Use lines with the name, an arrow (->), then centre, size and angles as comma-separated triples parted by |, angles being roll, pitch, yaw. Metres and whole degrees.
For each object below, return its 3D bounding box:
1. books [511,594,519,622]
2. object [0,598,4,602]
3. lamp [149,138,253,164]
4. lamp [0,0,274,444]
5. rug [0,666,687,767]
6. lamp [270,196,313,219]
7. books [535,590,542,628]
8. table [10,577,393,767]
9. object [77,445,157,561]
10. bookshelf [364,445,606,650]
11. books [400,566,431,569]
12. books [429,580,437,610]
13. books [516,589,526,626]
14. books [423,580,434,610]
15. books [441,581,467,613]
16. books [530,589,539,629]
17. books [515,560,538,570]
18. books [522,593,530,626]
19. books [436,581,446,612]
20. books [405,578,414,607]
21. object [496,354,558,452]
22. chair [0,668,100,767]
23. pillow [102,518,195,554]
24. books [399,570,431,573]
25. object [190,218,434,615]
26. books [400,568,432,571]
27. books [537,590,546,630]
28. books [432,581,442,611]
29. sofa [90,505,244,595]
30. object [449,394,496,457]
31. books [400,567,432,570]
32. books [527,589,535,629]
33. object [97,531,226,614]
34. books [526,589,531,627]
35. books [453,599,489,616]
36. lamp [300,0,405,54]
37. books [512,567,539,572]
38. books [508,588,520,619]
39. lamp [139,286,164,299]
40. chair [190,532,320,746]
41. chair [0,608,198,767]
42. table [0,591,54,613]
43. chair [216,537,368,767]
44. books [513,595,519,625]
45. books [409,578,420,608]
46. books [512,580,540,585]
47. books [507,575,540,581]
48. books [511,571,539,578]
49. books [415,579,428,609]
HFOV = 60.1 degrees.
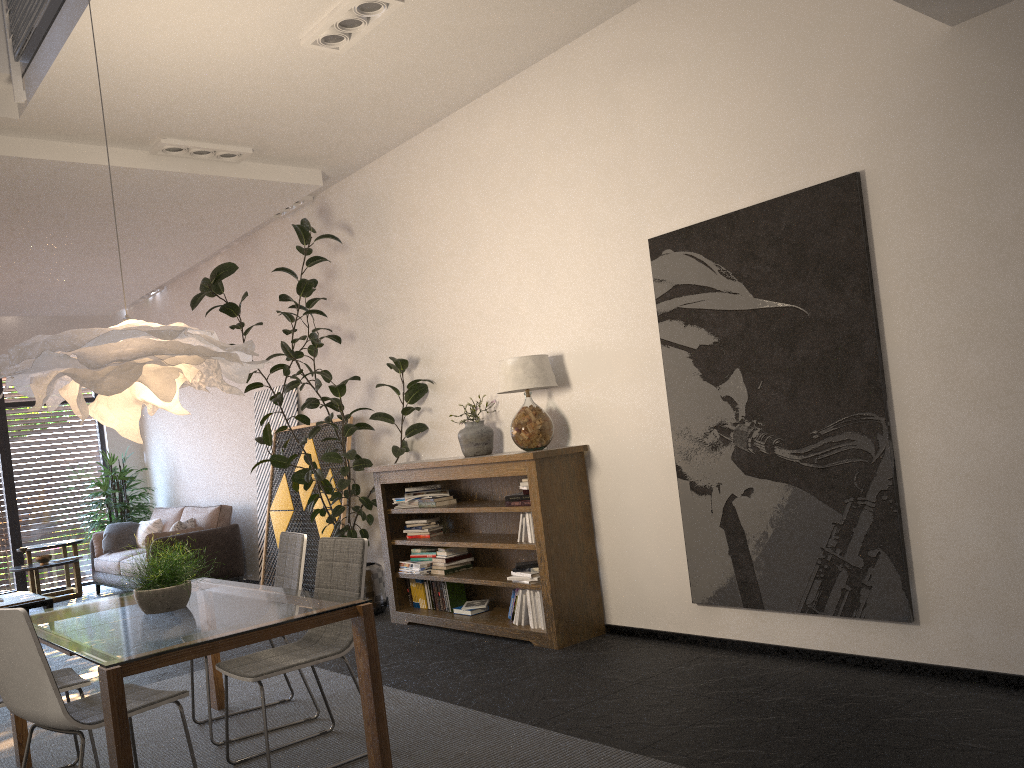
books -> 0.081, 1.429, 5.677 | 0.146, 0.183, 0.147 | -6, -1, -37
object -> -3.214, -0.614, 4.514 | 0.364, 4.472, 8.938 | -7, -2, -29
lamp -> -2.190, -1.654, 6.241 | 0.643, 0.066, 0.254 | -4, -4, -40
lamp -> -1.921, -2.320, 3.868 | 1.114, 5.211, 1.065 | -7, 0, -29
rug -> -1.424, 1.694, 3.881 | 2.364, 0.006, 3.700 | -4, -4, -40
lamp -> -2.035, -1.586, 7.868 | 0.252, 0.066, 0.647 | -5, -4, -40
books -> 0.224, 1.369, 5.473 | 0.174, 0.244, 0.019 | -6, 0, -40
table -> -1.460, 1.341, 3.864 | 0.994, 0.714, 1.807 | -5, -3, -40
object -> -4.916, 1.642, 11.072 | 0.915, 1.722, 0.977 | -7, -1, 15
bookshelf -> -0.250, 1.080, 6.018 | 0.449, 1.171, 1.926 | -7, -2, -40
books -> -0.653, 1.319, 6.462 | 0.218, 0.008, 0.289 | -5, -4, -36
books -> -0.518, 1.514, 6.467 | 0.171, 0.241, 0.055 | -6, -1, -40
books -> 0.108, 1.392, 5.587 | 0.174, 0.235, 0.101 | -6, -1, -40
books -> -0.558, 1.523, 6.508 | 0.167, 0.241, 0.099 | -6, -1, -40
books -> -0.410, 1.493, 6.318 | 0.167, 0.241, 0.104 | -6, -1, -40
books -> 0.199, 1.372, 5.477 | 0.174, 0.244, 0.019 | -6, 0, -40
books -> 0.132, 1.124, 5.526 | 0.221, 0.023, 0.147 | -7, -3, 1
books -> 0.127, 1.406, 5.569 | 0.154, 0.203, 0.073 | -6, -1, -40
books -> -0.446, 1.501, 6.380 | 0.171, 0.241, 0.085 | -6, -1, -40
books -> -0.707, 1.548, 6.694 | 0.171, 0.241, 0.085 | -6, -1, -40
object -> 0.107, 0.127, 5.525 | 0.390, 0.582, 0.389 | -7, -1, 19
chair -> -2.172, 1.322, 3.793 | 0.600, 0.919, 0.477 | -6, -1, -37
pillow -> -4.003, 1.678, 9.751 | 0.616, 0.343, 1.900 | -5, -3, -40
books -> -0.654, 1.349, 6.464 | 0.218, 0.008, 0.306 | -5, -4, -35
object -> -1.483, 0.263, 6.952 | 2.017, 3.199, 0.905 | -7, 0, 28
books -> -0.652, 1.336, 6.468 | 0.218, 0.008, 0.289 | -5, -4, -34
books -> 0.238, 1.365, 5.429 | 0.174, 0.244, 0.019 | -6, 0, -40
books -> -0.483, 1.516, 6.426 | 0.171, 0.224, 0.083 | -6, -1, -40
sofa -> -3.860, 1.850, 9.805 | 0.990, 0.919, 2.330 | -6, -3, -40
object -> -0.259, 0.284, 6.016 | 0.276, 0.412, 0.385 | -7, -1, 28
books -> -0.652, 1.330, 6.468 | 0.218, 0.008, 0.289 | -5, -4, -34
books -> 0.178, 1.375, 5.488 | 0.175, 0.243, 0.024 | -6, 0, -40
object -> -1.520, 0.822, 3.882 | 0.530, 0.367, 0.670 | -5, -3, -45
books -> 0.171, 1.379, 5.545 | 0.175, 0.243, 0.024 | -6, 0, -40
books -> -0.286, 1.562, 6.168 | 0.258, 0.050, 0.270 | -7, -3, 5
lamp -> -0.845, -1.905, 4.621 | 0.252, 0.066, 0.647 | -5, -4, -40
books -> 0.128, 1.148, 5.529 | 0.206, 0.022, 0.154 | -9, -3, 30
books -> 0.070, 1.410, 5.760 | 0.171, 0.227, 0.165 | -6, -1, -40
lamp -> -4.487, -1.129, 10.821 | 0.252, 0.066, 0.647 | -5, -4, -40
chair -> -1.324, 1.256, 4.491 | 0.600, 0.919, 0.476 | -6, -1, -31
chair -> -1.587, 1.225, 3.310 | 0.476, 0.919, 0.600 | -7, -1, 36
table -> -4.962, 2.208, 8.243 | 1.046, 0.307, 1.120 | -5, -4, -40
chair -> -0.928, 1.174, 3.866 | 0.600, 0.919, 0.477 | -6, -1, -40
books -> 0.086, 1.416, 5.618 | 0.154, 0.194, 0.105 | -6, -1, -40
books -> -0.662, 1.545, 6.641 | 0.171, 0.234, 0.101 | -6, -1, -40
books -> 0.117, 1.213, 5.500 | 0.154, 0.020, 0.206 | -5, -3, -30
books -> 0.117, 1.193, 5.495 | 0.244, 0.019, 0.174 | -9, -4, 40
books -> 0.130, 1.170, 5.510 | 0.174, 0.024, 0.244 | -5, -3, -30
books -> -0.610, 1.534, 6.578 | 0.171, 0.235, 0.108 | -6, -1, -40
